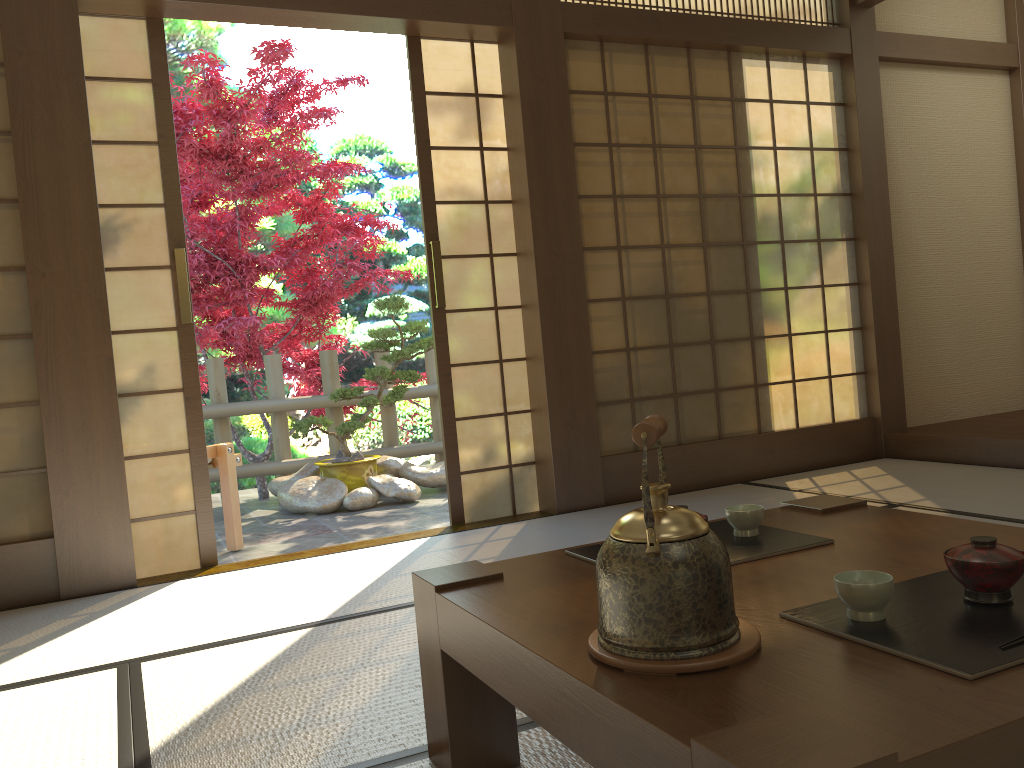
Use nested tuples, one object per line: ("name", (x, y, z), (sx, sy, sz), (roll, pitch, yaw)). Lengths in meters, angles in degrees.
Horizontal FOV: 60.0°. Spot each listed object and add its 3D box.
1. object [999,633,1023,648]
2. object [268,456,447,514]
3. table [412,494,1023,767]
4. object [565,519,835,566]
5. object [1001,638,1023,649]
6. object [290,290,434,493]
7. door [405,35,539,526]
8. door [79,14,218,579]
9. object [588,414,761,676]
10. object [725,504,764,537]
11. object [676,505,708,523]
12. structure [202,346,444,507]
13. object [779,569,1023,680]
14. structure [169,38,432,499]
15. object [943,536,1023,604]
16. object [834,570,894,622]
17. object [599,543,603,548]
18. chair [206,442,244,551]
("object", (0.644, 0.289, 1.066), (0.200, 0.008, 0.008), (-6, 2, -31))
("object", (-0.945, 0.628, 5.905), (1.260, 0.276, 1.147), (-6, 2, -28))
("table", (0.488, 0.470, 1.396), (1.000, 0.350, 1.000), (-6, 2, -24))
("object", (0.345, 0.306, 1.667), (0.400, 0.007, 0.300), (-6, 2, -24))
("object", (0.647, 0.289, 1.053), (0.200, 0.008, 0.008), (-6, 2, -26))
("object", (-0.949, 0.074, 5.924), (1.032, 1.362, 0.586), (-5, 2, 2))
("door", (0.490, -0.540, 4.416), (1.894, 2.380, 0.073), (-6, 2, -24))
("door", (-2.162, -0.267, 3.219), (1.894, 2.380, 0.073), (-6, 2, -24))
("object", (0.193, 0.190, 1.141), (0.219, 0.296, 0.226), (-6, 2, -29))
("object", (0.452, 0.266, 1.719), (0.074, 0.052, 0.073), (-5, 2, 19))
("object", (0.309, 0.264, 1.621), (0.100, 0.080, 0.100), (-6, 2, -24))
("structure", (-1.231, 0.294, 6.490), (7.456, 1.136, 0.245), (-6, 2, -24))
("object", (0.609, 0.297, 1.164), (0.400, 0.007, 0.300), (-6, 2, -24))
("structure", (-2.416, -1.007, 6.882), (3.412, 4.004, 3.045), (-5, 2, 8))
("object", (0.636, 0.247, 1.190), (0.100, 0.080, 0.100), (-6, 2, -24))
("object", (0.464, 0.280, 1.168), (0.074, 0.052, 0.073), (-5, 2, 19))
("object", (0.261, 0.304, 1.754), (0.200, 0.008, 0.008), (-6, 2, -24))
("chair", (-1.810, 0.572, 4.327), (0.698, 0.598, 0.704), (-4, 2, 22))
